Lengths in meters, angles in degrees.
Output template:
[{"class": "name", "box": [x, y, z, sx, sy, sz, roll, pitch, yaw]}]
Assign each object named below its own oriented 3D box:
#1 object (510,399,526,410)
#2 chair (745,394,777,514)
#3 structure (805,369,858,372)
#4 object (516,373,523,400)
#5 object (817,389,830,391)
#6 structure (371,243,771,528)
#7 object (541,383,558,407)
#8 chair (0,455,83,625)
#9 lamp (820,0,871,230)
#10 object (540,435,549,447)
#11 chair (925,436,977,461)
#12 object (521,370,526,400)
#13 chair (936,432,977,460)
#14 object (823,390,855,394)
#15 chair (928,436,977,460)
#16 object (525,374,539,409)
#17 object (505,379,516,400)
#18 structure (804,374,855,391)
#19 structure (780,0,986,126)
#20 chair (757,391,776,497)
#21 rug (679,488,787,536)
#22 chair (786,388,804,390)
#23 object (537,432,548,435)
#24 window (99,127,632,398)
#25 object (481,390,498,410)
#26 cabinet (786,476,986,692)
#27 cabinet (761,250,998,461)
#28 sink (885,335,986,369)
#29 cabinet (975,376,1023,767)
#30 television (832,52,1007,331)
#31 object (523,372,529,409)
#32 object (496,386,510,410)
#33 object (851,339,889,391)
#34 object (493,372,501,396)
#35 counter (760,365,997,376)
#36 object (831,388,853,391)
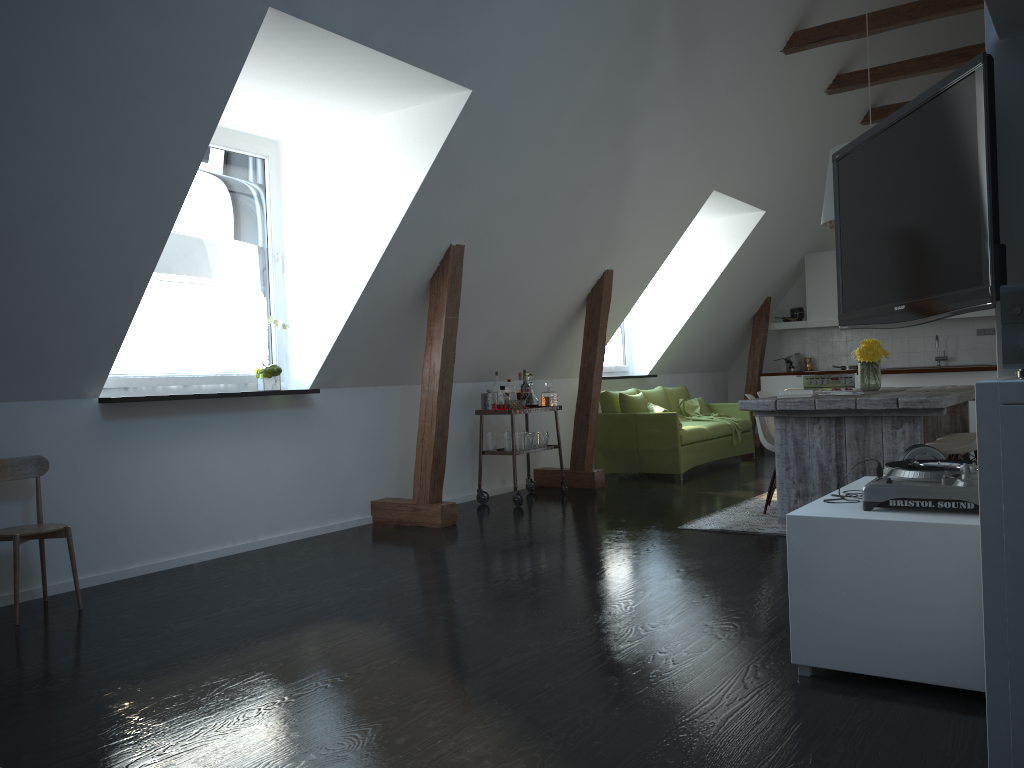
[{"class": "object", "box": [0.026, 0.170, 6.963, 0.151, 0.092, 0.245, -2, 0, -27]}, {"class": "chair", "box": [1.873, 0.459, 6.001, 0.542, 0.801, 0.465, -2, 0, 20]}, {"class": "structure", "box": [3.916, -0.147, 10.751, 0.574, 0.041, 0.504, -2, 0, 34]}, {"class": "object", "box": [0.074, 0.060, 7.373, 0.081, 0.308, 0.081, -2, 0, 26]}, {"class": "object", "box": [2.103, 0.045, 5.860, 0.019, 0.022, 0.194, -3, 0, -40]}, {"class": "structure", "box": [-0.572, -0.015, 6.326, 1.023, 1.963, 12.350, -2, 0, 34]}, {"class": "object", "box": [0.308, 0.097, 7.291, 0.101, 0.211, 0.101, -3, 0, -41]}, {"class": "chair", "box": [-2.177, 0.681, 3.987, 0.342, 0.696, 0.329, -2, 0, 36]}, {"class": "lamp", "box": [2.457, -2.522, 6.070, 0.757, 2.813, 0.697, -2, 0, -6]}, {"class": "object", "box": [0.258, 0.464, 7.199, 0.092, 0.099, 0.092, -2, 0, 12]}, {"class": "chair", "box": [3.099, 0.411, 6.015, 0.542, 0.801, 0.465, -2, 0, 40]}, {"class": "object", "box": [0.109, 0.047, 7.239, 0.080, 0.329, 0.080, -2, 0, 25]}, {"class": "chair", "box": [3.366, 0.398, 6.406, 0.542, 0.801, 0.465, -2, 0, 35]}, {"class": "object", "box": [2.152, 0.054, 5.835, 0.205, 0.024, 0.205, -2, 0, 26]}, {"class": "chair", "box": [2.788, 0.425, 5.579, 0.542, 0.801, 0.465, -2, 0, 30]}, {"class": "object", "box": [0.152, 0.066, 7.034, 0.114, 0.292, 0.114, -2, 0, 6]}, {"class": "object", "box": [-0.020, 0.089, 7.207, 0.067, 0.257, 0.099, -2, 0, 39]}, {"class": "structure", "box": [3.943, 0.244, 10.763, 0.583, 0.725, 0.749, -2, 0, 34]}, {"class": "structure", "box": [2.571, -2.908, 2.072, 10.230, 3.562, 15.910, -2, 0, 40]}, {"class": "chair", "box": [2.091, 0.447, 6.481, 0.542, 0.801, 0.465, -2, 0, 35]}, {"class": "rug", "box": [2.554, 0.824, 6.066, 1.898, 0.022, 2.677, -2, 0, 34]}, {"class": "chair", "box": [2.418, 0.432, 6.957, 0.465, 0.801, 0.542, -2, 0, -30]}, {"class": "object", "box": [0.253, 0.453, 7.309, 0.095, 0.119, 0.095, -2, 0, -4]}, {"class": "window", "box": [1.427, -2.191, 5.084, 5.959, 4.249, 8.018, -2, 0, 34]}, {"class": "object", "box": [-0.172, 0.136, 6.922, 0.135, 0.182, 0.052, -2, 0, -19]}, {"class": "cabinet", "box": [1.411, 0.641, 3.070, 0.623, 0.507, 1.069, -2, 0, 34]}, {"class": "cabinet", "box": [4.364, -0.432, 9.131, 4.208, 2.369, 3.033, -2, 0, 34]}, {"class": "sink", "box": [4.861, -0.307, 10.194, 0.963, 0.519, 0.671, -2, 0, 34]}, {"class": "cabinet", "box": [1.530, 0.436, 1.895, 0.869, 0.921, 0.638, -2, 0, 34]}, {"class": "television", "box": [1.433, -0.506, 2.689, 0.537, 0.652, 1.005, -2, 0, -1]}, {"class": "object", "box": [0.128, 0.060, 7.152, 0.081, 0.307, 0.081, -2, 0, 40]}, {"class": "object", "box": [-0.069, 0.117, 6.837, 0.087, 0.206, 0.087, -2, 0, -31]}, {"class": "object", "box": [2.490, -0.134, 6.162, 0.233, 0.365, 0.293, -2, 0, 5]}, {"class": "object", "box": [-0.115, 0.062, 7.025, 0.073, 0.320, 0.073, -2, 0, 25]}, {"class": "counter", "box": [4.004, -0.139, 9.354, 3.365, 0.038, 3.085, -2, 0, 34]}, {"class": "object", "box": [2.168, 0.041, 5.835, 0.132, 0.034, 0.144, -2, 0, 6]}]
